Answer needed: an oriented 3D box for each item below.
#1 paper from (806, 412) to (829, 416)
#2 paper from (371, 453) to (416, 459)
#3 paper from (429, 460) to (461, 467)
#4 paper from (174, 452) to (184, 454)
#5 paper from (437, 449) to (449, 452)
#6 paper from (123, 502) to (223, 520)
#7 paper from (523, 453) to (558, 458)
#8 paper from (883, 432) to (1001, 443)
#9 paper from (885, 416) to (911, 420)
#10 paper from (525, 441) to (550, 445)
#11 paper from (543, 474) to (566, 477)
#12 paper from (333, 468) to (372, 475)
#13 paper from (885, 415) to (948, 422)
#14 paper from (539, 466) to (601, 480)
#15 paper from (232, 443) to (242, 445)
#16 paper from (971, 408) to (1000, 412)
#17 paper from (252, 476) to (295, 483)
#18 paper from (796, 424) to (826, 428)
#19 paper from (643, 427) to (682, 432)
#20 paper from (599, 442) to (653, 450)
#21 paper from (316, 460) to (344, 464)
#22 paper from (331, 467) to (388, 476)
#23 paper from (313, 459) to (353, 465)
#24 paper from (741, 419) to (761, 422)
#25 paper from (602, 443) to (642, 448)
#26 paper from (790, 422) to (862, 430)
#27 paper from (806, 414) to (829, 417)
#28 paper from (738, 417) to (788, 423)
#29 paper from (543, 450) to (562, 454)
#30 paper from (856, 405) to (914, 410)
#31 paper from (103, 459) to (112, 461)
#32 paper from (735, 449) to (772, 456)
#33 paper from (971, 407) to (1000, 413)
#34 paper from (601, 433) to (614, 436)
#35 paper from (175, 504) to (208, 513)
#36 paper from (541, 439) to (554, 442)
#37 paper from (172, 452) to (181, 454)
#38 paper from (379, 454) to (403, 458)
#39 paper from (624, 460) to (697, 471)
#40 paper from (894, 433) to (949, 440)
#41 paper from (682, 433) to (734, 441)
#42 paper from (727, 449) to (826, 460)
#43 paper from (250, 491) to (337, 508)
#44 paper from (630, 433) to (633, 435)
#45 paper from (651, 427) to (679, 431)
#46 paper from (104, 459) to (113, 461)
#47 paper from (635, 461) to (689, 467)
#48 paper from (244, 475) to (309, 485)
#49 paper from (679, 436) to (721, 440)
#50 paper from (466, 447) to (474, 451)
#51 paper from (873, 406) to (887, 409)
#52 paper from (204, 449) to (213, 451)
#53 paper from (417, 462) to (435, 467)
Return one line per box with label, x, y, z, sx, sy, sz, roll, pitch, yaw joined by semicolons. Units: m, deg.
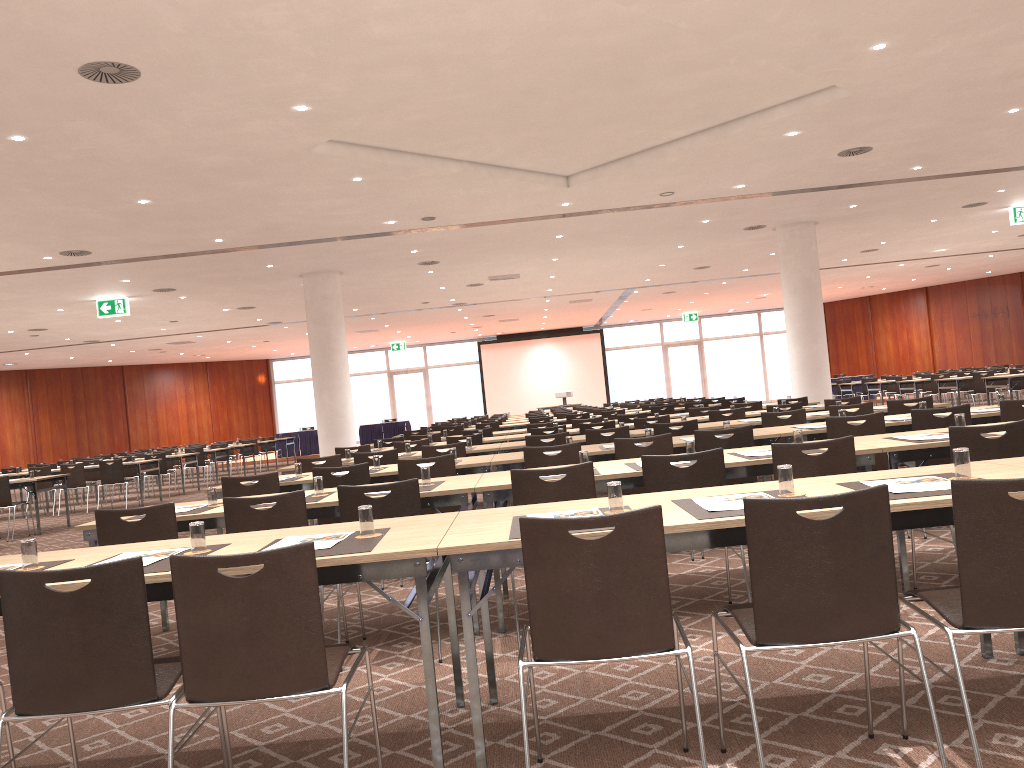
paper;3.207;0.312;9.265;0.283;0.006;0.398;-6;-1;-1
paper;-1.253;0.760;9.304;0.460;0.003;0.565;-6;-1;1
paper;-0.664;0.665;7.291;0.460;0.003;0.565;-6;-1;2
paper;-8.005;1.644;20.962;0.460;0.003;0.565;-6;-1;-2
paper;-0.666;0.698;9.333;0.283;0.006;0.398;-6;-1;2
paper;-1.993;0.761;5.328;0.460;0.003;0.565;-6;-1;3
paper;0.324;0.566;7.267;0.460;0.003;0.565;-6;-1;3
paper;2.518;0.311;5.228;0.460;0.003;0.565;-6;-1;3
paper;3.181;0.278;7.263;0.283;0.006;0.398;-6;-1;-2
paper;0.375;0.597;9.267;0.460;0.003;0.565;-6;-1;2
paper;0.216;0.538;5.345;0.283;0.006;0.398;-6;-1;2
paper;-1.336;0.729;7.366;0.283;0.006;0.398;-6;-1;0
paper;3.232;0.276;7.210;0.460;0.003;0.565;-6;-1;2
paper;0.276;0.534;5.260;0.460;0.003;0.565;-6;-1;1
paper;-7.883;1.704;24.917;0.460;0.003;0.565;-6;-1;-1
paper;3.832;0.213;7.262;0.283;0.006;0.398;-6;-1;-1
paper;-1.981;0.793;7.374;0.283;0.006;0.398;-6;-1;3
paper;2.517;0.345;7.292;0.283;0.006;0.398;-6;-1;2
paper;1.640;0.471;9.242;0.460;0.003;0.565;-6;-1;0
paper;0.955;0.503;7.274;0.460;0.003;0.565;-6;-1;3
paper;-1.927;0.824;9.381;0.283;0.006;0.398;-6;-1;2
paper;-1.294;0.728;7.329;0.460;0.003;0.565;-6;-1;4
paper;-1.891;0.823;9.308;0.460;0.003;0.565;-6;-1;1
paper;2.566;0.376;9.281;0.283;0.006;0.398;-6;-1;0
paper;0.905;0.505;7.320;0.283;0.006;0.398;-6;-1;1
paper;2.582;0.341;7.223;0.460;0.003;0.565;-6;-1;1
paper;3.259;0.310;9.207;0.460;0.003;0.565;-6;-1;1
paper;2.636;0.372;9.229;0.460;0.003;0.565;-6;-1;1
paper;0.282;0.568;7.347;0.283;0.006;0.398;-6;-1;0
paper;3.895;0.246;9.182;0.460;0.003;0.565;-6;-1;-1
paper;-9.654;1.806;21.055;0.283;0.006;0.398;-6;-1;-1
paper;1.522;0.407;5.316;0.283;0.006;0.398;-6;-1;1
paper;3.897;0.210;7.206;0.460;0.003;0.565;-6;-1;4
paper;0.970;0.535;9.313;0.283;0.006;0.398;-6;-1;-1
paper;-2.034;0.762;5.397;0.283;0.006;0.398;-6;-1;3
paper;0.303;0.602;9.349;0.283;0.006;0.398;-6;-1;3
paper;-8.029;1.644;21.021;0.283;0.006;0.398;-6;-1;-1
paper;-1.300;0.762;9.364;0.283;0.006;0.398;-6;-1;0
paper;0.927;0.469;5.252;0.460;0.003;0.565;-6;-1;0
paper;2.482;0.311;5.279;0.283;0.006;0.398;-6;-1;1
paper;1.632;0.436;7.253;0.460;0.003;0.565;-6;-1;4
paper;1.564;0.406;5.250;0.460;0.003;0.565;-6;-1;1
paper;-1.333;0.695;5.307;0.460;0.003;0.565;-6;-1;0
paper;1.013;0.533;9.230;0.460;0.003;0.565;-6;-1;2
paper;1.586;0.474;9.306;0.283;0.006;0.398;-6;-1;1
paper;-9.597;1.802;20.962;0.460;0.003;0.565;-6;-1;3
paper;0.899;0.469;5.324;0.283;0.006;0.398;-6;-1;2
paper;-1.948;0.792;7.293;0.460;0.003;0.565;-6;-1;0
paper;1.548;0.441;7.291;0.283;0.006;0.398;-6;-1;0
paper;-0.627;0.697;9.287;0.460;0.003;0.565;-6;-1;1
paper;3.872;0.246;9.276;0.283;0.006;0.398;-6;-1;2
paper;-7.355;1.579;20.919;0.460;0.003;0.565;-6;-1;1
paper;-0.693;0.665;7.350;0.283;0.006;0.398;-6;-1;-1
